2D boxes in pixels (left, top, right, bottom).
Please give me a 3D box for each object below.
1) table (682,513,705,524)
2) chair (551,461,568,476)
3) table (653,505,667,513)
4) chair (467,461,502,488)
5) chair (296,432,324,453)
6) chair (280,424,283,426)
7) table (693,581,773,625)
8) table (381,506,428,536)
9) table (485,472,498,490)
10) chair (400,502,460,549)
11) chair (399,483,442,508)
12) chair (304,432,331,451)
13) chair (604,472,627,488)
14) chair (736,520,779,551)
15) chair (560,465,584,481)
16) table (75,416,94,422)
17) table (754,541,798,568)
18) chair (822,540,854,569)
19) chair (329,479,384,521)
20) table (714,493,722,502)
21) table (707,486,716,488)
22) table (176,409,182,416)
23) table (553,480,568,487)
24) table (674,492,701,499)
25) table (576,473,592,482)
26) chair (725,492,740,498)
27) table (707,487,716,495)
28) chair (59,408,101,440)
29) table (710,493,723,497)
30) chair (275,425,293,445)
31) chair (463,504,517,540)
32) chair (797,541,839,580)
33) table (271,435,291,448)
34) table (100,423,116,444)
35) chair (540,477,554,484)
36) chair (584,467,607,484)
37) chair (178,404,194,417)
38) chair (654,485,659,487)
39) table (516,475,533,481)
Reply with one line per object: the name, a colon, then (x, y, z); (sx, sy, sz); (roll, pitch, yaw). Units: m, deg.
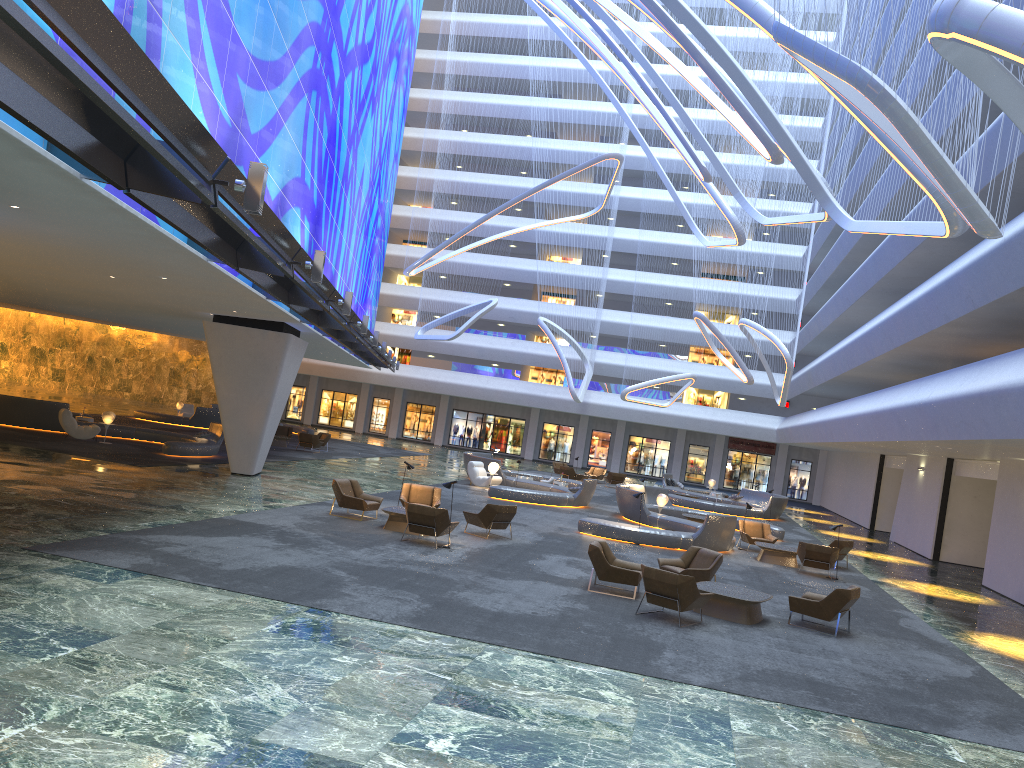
table: (5.920, 4.387, 27.863); (1.202, 0.392, 1.205); (8, -2, 12)
chair: (2.484, 4.295, 43.905); (0.932, 0.766, 0.937); (9, -2, -34)
table: (4.489, 4.031, 27.107); (0.417, 0.595, 0.428); (8, -1, 11)
chair: (-0.976, 3.263, 31.625); (1.154, 0.882, 0.731); (8, -1, 31)
chair: (-8.310, 2.407, 36.320); (0.928, 0.766, 0.940); (8, -1, 10)
chair: (-12.484, 2.327, 47.166); (0.585, 0.501, 0.492); (8, -1, 29)
table: (3.504, 3.517, 14.243); (1.200, 0.392, 1.206); (7, -2, 30)
table: (-2.072, 2.844, 18.374); (1.202, 0.392, 1.205); (8, -2, 12)
table: (-0.736, 3.390, 30.725); (0.418, 0.595, 0.427); (9, -1, -14)
chair: (-1.591, 2.680, 16.962); (0.928, 0.766, 0.940); (8, -1, 18)
chair: (-2.106, 2.728, 20.273); (0.930, 0.766, 0.939); (9, -1, -5)
chair: (-8.406, 2.466, 38.282); (0.941, 0.766, 0.927); (10, -2, -40)
chair: (4.921, 4.596, 42.282); (0.930, 0.766, 0.938); (9, -1, -10)
chair: (6.650, 4.174, 24.159); (0.930, 0.766, 0.939); (9, -1, -5)
chair: (2.707, 4.223, 41.089); (0.941, 0.766, 0.927); (9, -2, -37)
table: (-15.180, 1.390, 31.577); (0.671, 0.406, 0.674); (8, -2, -1)
table: (6.683, 4.290, 22.260); (1.202, 0.392, 1.205); (8, -2, 12)
chair: (8.295, 4.379, 23.112); (0.932, 0.766, 0.936); (10, -2, -45)
chair: (-3.377, 2.496, 19.134); (0.937, 0.766, 0.931); (8, -1, 20)
table: (9.142, 5.192, 39.654); (0.417, 0.595, 0.428); (8, -1, 8)
table: (10.196, 5.580, 45.595); (0.418, 0.595, 0.427); (9, -1, -14)
table: (-16.486, 1.535, 43.665); (0.417, 0.595, 0.428); (8, -1, 11)
table: (1.981, 4.068, 35.001); (0.675, 0.406, 0.670); (9, -2, -26)
table: (7.694, 5.065, 38.950); (1.202, 0.392, 1.205); (8, -2, 12)
table: (3.113, 4.518, 42.508); (1.206, 0.392, 1.200); (10, -3, -42)
chair: (10.529, 5.395, 41.377); (0.932, 0.766, 0.936); (10, -2, -45)
table: (9.910, 5.483, 44.361); (0.419, 0.595, 0.427); (9, -1, -34)
chair: (-13.382, 1.262, 27.408); (1.160, 0.882, 0.727); (9, -1, -34)
table: (9.868, 5.537, 42.962); (0.670, 0.406, 0.674); (8, -2, 8)
chair: (-10.059, 2.236, 38.683); (0.930, 0.766, 0.938); (9, -1, -15)
chair: (-0.461, 2.933, 19.226); (0.932, 0.766, 0.936); (10, -2, -45)
chair: (7.165, 4.127, 20.848); (0.928, 0.766, 0.940); (8, -1, 18)
table: (-9.936, 2.379, 37.144); (1.205, 0.392, 1.201); (9, -2, -23)
table: (-12.484, 1.515, 27.263); (0.427, 0.595, 0.418); (8, -1, 11)
chair: (0.902, 3.873, 35.351); (1.788, 0.501, 0.584); (9, -2, -24)
chair: (4.172, 4.553, 44.095); (0.927, 0.766, 0.941); (8, -2, 31)
chair: (-16.325, 1.468, 44.591); (0.730, 0.882, 1.155); (9, -2, -34)
chair: (6.753, 4.949, 40.881); (0.492, 0.501, 0.585); (10, -2, -44)
table: (0.482, 3.846, 35.035); (0.672, 0.406, 0.673); (7, -2, 31)
